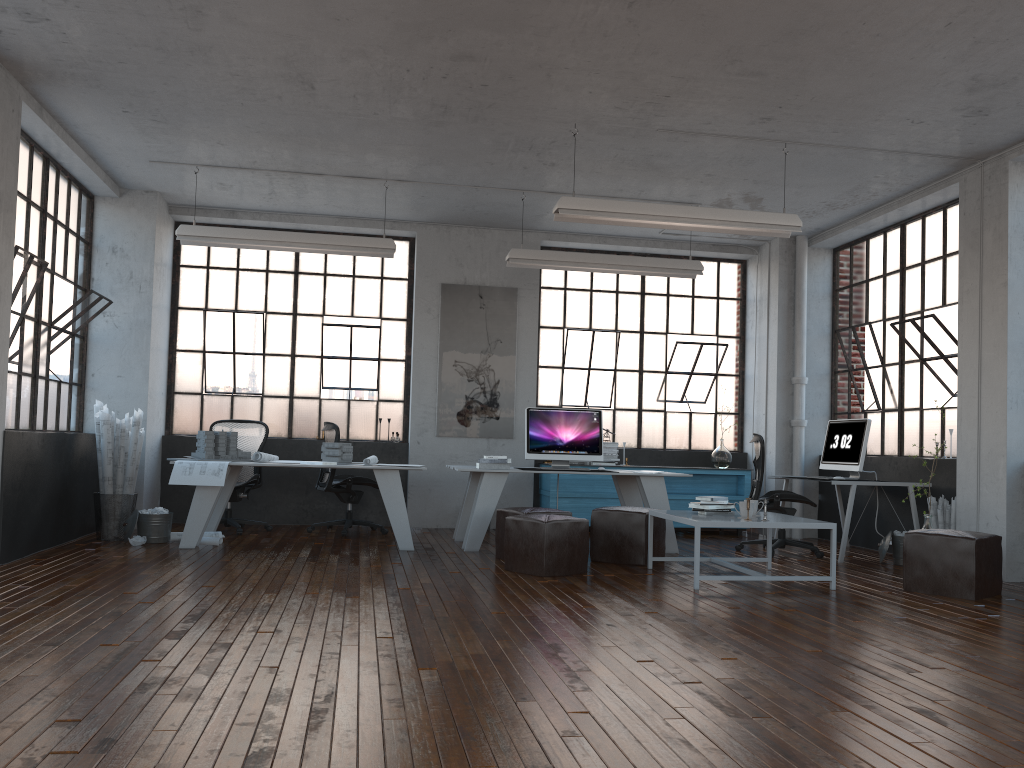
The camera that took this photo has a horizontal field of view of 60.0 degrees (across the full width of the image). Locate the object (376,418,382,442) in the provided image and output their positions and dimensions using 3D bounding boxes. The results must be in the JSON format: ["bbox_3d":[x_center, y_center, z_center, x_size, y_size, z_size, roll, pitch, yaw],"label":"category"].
[{"bbox_3d":[-1.431,0.501,9.617,0.085,0.259,0.085,-1,-3,44],"label":"object"}]

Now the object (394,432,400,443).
[{"bbox_3d":[-1.246,0.577,9.598,0.058,0.117,0.032,1,-2,4],"label":"object"}]

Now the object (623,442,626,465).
[{"bbox_3d":[1.250,0.778,9.881,0.084,0.256,0.084,3,-3,-32],"label":"object"}]

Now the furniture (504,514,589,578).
[{"bbox_3d":[0.249,1.164,6.417,0.471,0.430,0.471,4,-4,-41],"label":"furniture"}]

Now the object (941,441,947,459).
[{"bbox_3d":[3.759,0.573,7.702,0.066,0.160,0.066,1,-3,22],"label":"object"}]

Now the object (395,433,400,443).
[{"bbox_3d":[-1.245,0.589,9.672,0.058,0.101,0.032,0,-3,25],"label":"object"}]

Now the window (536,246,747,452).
[{"bbox_3d":[1.494,-0.372,10.233,2.591,2.388,0.670,2,-3,-10],"label":"window"}]

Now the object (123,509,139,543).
[{"bbox_3d":[-3.180,1.183,7.375,0.107,0.280,0.293,4,-4,-36],"label":"object"}]

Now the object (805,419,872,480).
[{"bbox_3d":[2.994,0.599,8.168,0.377,0.552,0.715,2,-3,-8],"label":"object"}]

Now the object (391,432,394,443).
[{"bbox_3d":[-1.296,0.579,9.647,0.058,0.117,0.032,-1,-3,41],"label":"object"}]

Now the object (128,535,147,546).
[{"bbox_3d":[-3.045,1.275,7.208,0.135,0.083,0.108,3,-4,-19],"label":"object"}]

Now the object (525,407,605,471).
[{"bbox_3d":[0.485,0.494,7.999,0.714,0.552,0.377,2,-3,-8],"label":"object"}]

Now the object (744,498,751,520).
[{"bbox_3d":[1.604,0.850,6.018,0.052,0.148,0.053,0,-3,31],"label":"object"}]

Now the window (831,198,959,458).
[{"bbox_3d":[3.740,-0.426,8.490,0.670,2.388,2.594,2,-3,-10],"label":"window"}]

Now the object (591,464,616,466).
[{"bbox_3d":[0.967,0.867,9.539,0.253,0.014,0.187,2,-4,-10],"label":"object"}]

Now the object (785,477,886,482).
[{"bbox_3d":[2.983,0.882,8.158,0.687,0.008,0.849,2,-4,-8],"label":"object"}]

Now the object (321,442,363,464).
[{"bbox_3d":[-1.560,0.618,7.930,0.416,0.182,0.389,0,-4,21],"label":"object"}]

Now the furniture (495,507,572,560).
[{"bbox_3d":[0.169,1.200,7.026,0.480,0.439,0.480,4,-4,-31],"label":"furniture"}]

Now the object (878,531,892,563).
[{"bbox_3d":[3.156,1.380,7.513,0.107,0.280,0.293,1,-3,16],"label":"object"}]

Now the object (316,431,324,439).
[{"bbox_3d":[-2.022,0.545,9.503,0.124,0.100,0.124,1,-3,13],"label":"object"}]

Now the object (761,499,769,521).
[{"bbox_3d":[1.717,0.850,6.005,0.055,0.153,0.055,3,-3,-33],"label":"object"}]

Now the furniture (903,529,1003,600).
[{"bbox_3d":[2.983,1.221,6.005,0.504,0.460,0.503,5,-4,-42],"label":"furniture"}]

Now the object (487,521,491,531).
[{"bbox_3d":[-0.355,1.387,9.381,0.292,0.307,0.293,1,-3,19],"label":"object"}]

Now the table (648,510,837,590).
[{"bbox_3d":[1.606,1.169,6.347,0.991,0.444,0.973,2,-4,-10],"label":"table"}]

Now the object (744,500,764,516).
[{"bbox_3d":[1.751,0.900,6.443,0.129,0.109,0.101,2,-3,-1],"label":"object"}]

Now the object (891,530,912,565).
[{"bbox_3d":[3.348,1.371,7.461,0.290,0.293,0.291,-1,-4,38],"label":"object"}]

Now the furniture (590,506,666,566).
[{"bbox_3d":[0.940,1.221,7.158,0.503,0.460,0.504,0,-4,29],"label":"furniture"}]

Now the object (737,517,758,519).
[{"bbox_3d":[1.645,0.934,6.189,0.137,0.003,0.138,1,-4,11],"label":"object"}]

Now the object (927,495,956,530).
[{"bbox_3d":[3.589,1.205,7.305,0.293,0.627,0.275,0,-3,32],"label":"object"}]

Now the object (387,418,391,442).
[{"bbox_3d":[-1.337,0.504,9.617,0.085,0.259,0.085,-1,-3,44],"label":"object"}]

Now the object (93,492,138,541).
[{"bbox_3d":[-3.402,1.133,7.591,0.354,0.397,0.354,2,-3,-3],"label":"object"}]

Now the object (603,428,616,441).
[{"bbox_3d":[1.050,0.551,9.762,0.093,0.161,0.177,4,-4,-42],"label":"object"}]

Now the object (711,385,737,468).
[{"bbox_3d":[2.400,0.470,9.840,0.232,0.938,0.434,3,-3,-28],"label":"object"}]

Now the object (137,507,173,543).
[{"bbox_3d":[-3.021,1.185,7.493,0.290,0.293,0.291,0,-4,31],"label":"object"}]

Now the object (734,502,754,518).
[{"bbox_3d":[1.625,0.879,6.191,0.129,0.109,0.101,2,-3,-1],"label":"object"}]

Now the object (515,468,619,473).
[{"bbox_3d":[0.476,0.776,7.985,0.848,0.008,0.688,2,-4,-8],"label":"object"}]

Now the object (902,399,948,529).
[{"bbox_3d":[3.072,0.768,6.550,0.330,1.338,0.619,0,-3,27],"label":"object"}]

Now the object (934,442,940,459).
[{"bbox_3d":[3.713,0.578,7.743,0.055,0.153,0.055,0,-3,40],"label":"object"}]

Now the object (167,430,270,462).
[{"bbox_3d":[-2.535,0.517,7.703,0.434,0.305,0.737,-1,-4,35],"label":"object"}]

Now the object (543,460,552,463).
[{"bbox_3d":[0.406,0.755,9.739,0.132,0.236,0.132,4,-4,-43],"label":"object"}]

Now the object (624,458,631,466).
[{"bbox_3d":[1.256,0.852,9.711,0.088,0.084,0.088,2,-3,-5],"label":"object"}]

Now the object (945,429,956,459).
[{"bbox_3d":[3.773,0.516,7.618,0.084,0.256,0.084,1,-3,13],"label":"object"}]
